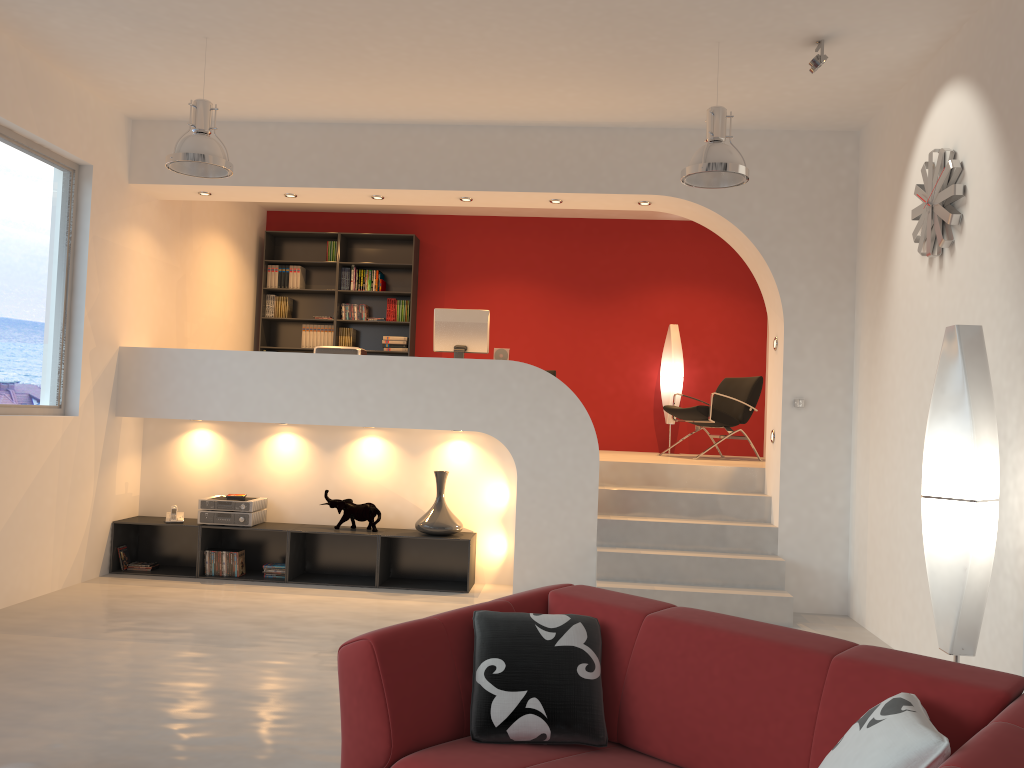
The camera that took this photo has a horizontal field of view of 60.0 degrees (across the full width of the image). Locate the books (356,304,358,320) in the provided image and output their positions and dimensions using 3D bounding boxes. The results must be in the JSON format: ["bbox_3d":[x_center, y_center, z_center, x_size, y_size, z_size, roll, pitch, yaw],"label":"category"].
[{"bbox_3d":[-1.669,-0.767,9.634,0.031,0.190,0.135,2,-2,4],"label":"books"}]

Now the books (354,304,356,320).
[{"bbox_3d":[-1.684,-0.767,9.635,0.031,0.190,0.135,2,-2,4],"label":"books"}]

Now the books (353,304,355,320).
[{"bbox_3d":[-1.699,-0.768,9.636,0.031,0.190,0.135,2,-2,4],"label":"books"}]

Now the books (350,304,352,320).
[{"bbox_3d":[-1.729,-0.769,9.638,0.031,0.190,0.135,2,-2,4],"label":"books"}]

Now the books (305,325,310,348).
[{"bbox_3d":[-2.197,-0.506,9.642,0.040,0.260,0.200,2,-2,4],"label":"books"}]

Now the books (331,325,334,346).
[{"bbox_3d":[-1.914,-0.496,9.621,0.040,0.260,0.200,2,-2,4],"label":"books"}]

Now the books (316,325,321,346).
[{"bbox_3d":[-2.076,-0.502,9.633,0.040,0.260,0.200,2,-2,4],"label":"books"}]

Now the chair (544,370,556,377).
[{"bbox_3d":[0.008,0.237,8.531,0.664,0.795,0.768,1,-2,24],"label":"chair"}]

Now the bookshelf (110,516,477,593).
[{"bbox_3d":[-1.677,1.310,6.885,2.764,0.397,0.405,2,-2,4],"label":"bookshelf"}]

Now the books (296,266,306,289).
[{"bbox_3d":[-2.303,-1.142,9.675,0.040,0.260,0.200,2,-2,4],"label":"books"}]

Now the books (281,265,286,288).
[{"bbox_3d":[-2.465,-1.148,9.687,0.040,0.260,0.200,2,-2,4],"label":"books"}]

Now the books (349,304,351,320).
[{"bbox_3d":[-1.744,-0.769,9.639,0.031,0.190,0.135,2,-2,4],"label":"books"}]

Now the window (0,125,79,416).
[{"bbox_3d":[-3.276,-0.723,5.140,0.100,1.800,2.400,2,-2,4],"label":"window"}]

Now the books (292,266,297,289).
[{"bbox_3d":[-2.343,-1.144,9.678,0.040,0.260,0.200,2,-2,4],"label":"books"}]

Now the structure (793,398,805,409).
[{"bbox_3d":[2.076,0.140,6.410,0.080,0.080,0.016,2,-2,4],"label":"structure"}]

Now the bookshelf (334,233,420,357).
[{"bbox_3d":[-1.471,-0.493,9.555,0.816,2.213,0.305,2,-2,4],"label":"bookshelf"}]

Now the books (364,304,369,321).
[{"bbox_3d":[-1.579,-0.763,9.627,0.031,0.190,0.135,2,-2,4],"label":"books"}]

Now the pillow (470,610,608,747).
[{"bbox_3d":[0.079,0.876,2.659,0.402,0.343,0.288,2,-2,-3],"label":"pillow"}]

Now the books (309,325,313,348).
[{"bbox_3d":[-2.156,-0.505,9.639,0.040,0.260,0.200,2,-2,4],"label":"books"}]

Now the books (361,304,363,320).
[{"bbox_3d":[-1.609,-0.764,9.629,0.031,0.190,0.135,2,-2,4],"label":"books"}]

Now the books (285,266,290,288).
[{"bbox_3d":[-2.424,-1.147,9.684,0.040,0.260,0.200,2,-2,4],"label":"books"}]

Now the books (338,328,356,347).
[{"bbox_3d":[-1.788,-0.480,9.622,0.146,0.240,0.170,2,-2,4],"label":"books"}]

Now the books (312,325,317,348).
[{"bbox_3d":[-2.116,-0.503,9.636,0.040,0.260,0.200,2,-2,4],"label":"books"}]

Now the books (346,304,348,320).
[{"bbox_3d":[-1.774,-0.771,9.641,0.031,0.190,0.135,2,-2,4],"label":"books"}]

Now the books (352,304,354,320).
[{"bbox_3d":[-1.714,-0.768,9.637,0.031,0.190,0.135,2,-2,4],"label":"books"}]

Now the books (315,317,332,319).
[{"bbox_3d":[-2.036,-0.708,9.658,0.190,0.015,0.135,2,-2,4],"label":"books"}]

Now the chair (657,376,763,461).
[{"bbox_3d":[1.895,0.310,8.448,0.768,0.795,0.664,3,-2,-21],"label":"chair"}]

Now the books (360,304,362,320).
[{"bbox_3d":[-1.624,-0.765,9.630,0.031,0.190,0.135,2,-2,4],"label":"books"}]

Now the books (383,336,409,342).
[{"bbox_3d":[-1.238,-0.481,9.545,0.260,0.040,0.200,2,-2,4],"label":"books"}]

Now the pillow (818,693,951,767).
[{"bbox_3d":[0.790,0.878,1.959,0.288,0.343,0.402,2,-2,12],"label":"pillow"}]

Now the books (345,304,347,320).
[{"bbox_3d":[-1.789,-0.771,9.642,0.031,0.190,0.135,2,-2,4],"label":"books"}]

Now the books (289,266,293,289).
[{"bbox_3d":[-2.383,-1.145,9.681,0.040,0.260,0.200,2,-2,4],"label":"books"}]

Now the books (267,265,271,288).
[{"bbox_3d":[-2.626,-1.154,9.699,0.040,0.260,0.200,2,-2,4],"label":"books"}]

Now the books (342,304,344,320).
[{"bbox_3d":[-1.819,-0.772,9.645,0.031,0.190,0.135,2,-2,4],"label":"books"}]

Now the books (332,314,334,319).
[{"bbox_3d":[-1.909,-0.774,9.651,0.063,0.187,0.135,2,-2,4],"label":"books"}]

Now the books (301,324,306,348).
[{"bbox_3d":[-2.237,-0.508,9.645,0.040,0.260,0.200,2,-2,4],"label":"books"}]

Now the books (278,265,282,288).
[{"bbox_3d":[-2.505,-1.150,9.690,0.040,0.260,0.200,2,-2,4],"label":"books"}]

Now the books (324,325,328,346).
[{"bbox_3d":[-1.994,-0.499,9.627,0.040,0.260,0.200,2,-2,4],"label":"books"}]

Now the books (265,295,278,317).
[{"bbox_3d":[-2.615,-0.835,9.698,0.090,0.256,0.181,2,-2,4],"label":"books"}]

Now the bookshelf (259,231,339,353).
[{"bbox_3d":[-2.285,-0.523,9.616,0.816,2.213,0.305,2,-2,4],"label":"bookshelf"}]

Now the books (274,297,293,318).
[{"bbox_3d":[-2.496,-0.823,9.688,0.146,0.240,0.170,2,-2,4],"label":"books"}]

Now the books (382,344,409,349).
[{"bbox_3d":[-1.246,-0.401,9.552,0.260,0.040,0.200,2,-2,4],"label":"books"}]

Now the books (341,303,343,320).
[{"bbox_3d":[-1.833,-0.773,9.646,0.031,0.190,0.135,2,-2,4],"label":"books"}]

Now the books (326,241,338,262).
[{"bbox_3d":[-1.927,-1.419,9.670,0.146,0.240,0.170,2,-2,4],"label":"books"}]

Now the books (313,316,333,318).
[{"bbox_3d":[-2.054,-0.723,9.660,0.190,0.015,0.135,2,-2,4],"label":"books"}]

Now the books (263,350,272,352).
[{"bbox_3d":[-2.518,-0.215,9.643,0.341,0.286,0.231,2,-2,4],"label":"books"}]

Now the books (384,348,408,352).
[{"bbox_3d":[-1.229,-0.360,9.553,0.260,0.040,0.200,2,-2,6],"label":"books"}]

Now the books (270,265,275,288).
[{"bbox_3d":[-2.585,-1.153,9.696,0.040,0.260,0.200,2,-2,4],"label":"books"}]

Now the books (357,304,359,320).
[{"bbox_3d":[-1.654,-0.766,9.632,0.031,0.190,0.135,2,-2,4],"label":"books"}]

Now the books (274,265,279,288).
[{"bbox_3d":[-2.545,-1.151,9.693,0.040,0.260,0.200,2,-2,4],"label":"books"}]

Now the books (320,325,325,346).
[{"bbox_3d":[-2.035,-0.500,9.630,0.040,0.260,0.200,2,-2,4],"label":"books"}]

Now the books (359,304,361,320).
[{"bbox_3d":[-1.639,-0.766,9.631,0.031,0.190,0.135,2,-2,4],"label":"books"}]

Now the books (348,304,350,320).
[{"bbox_3d":[-1.759,-0.770,9.640,0.031,0.190,0.135,2,-2,4],"label":"books"}]

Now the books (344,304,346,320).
[{"bbox_3d":[-1.804,-0.772,9.644,0.031,0.190,0.135,2,-2,4],"label":"books"}]

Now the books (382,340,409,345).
[{"bbox_3d":[-1.249,-0.441,9.553,0.260,0.040,0.200,2,-2,4],"label":"books"}]

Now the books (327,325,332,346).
[{"bbox_3d":[-1.954,-0.497,9.624,0.040,0.260,0.200,2,-2,4],"label":"books"}]

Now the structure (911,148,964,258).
[{"bbox_3d":[2.343,-1.003,4.923,0.090,0.596,0.596,2,-2,4],"label":"structure"}]

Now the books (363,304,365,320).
[{"bbox_3d":[-1.594,-0.764,9.628,0.031,0.190,0.135,2,-2,4],"label":"books"}]
